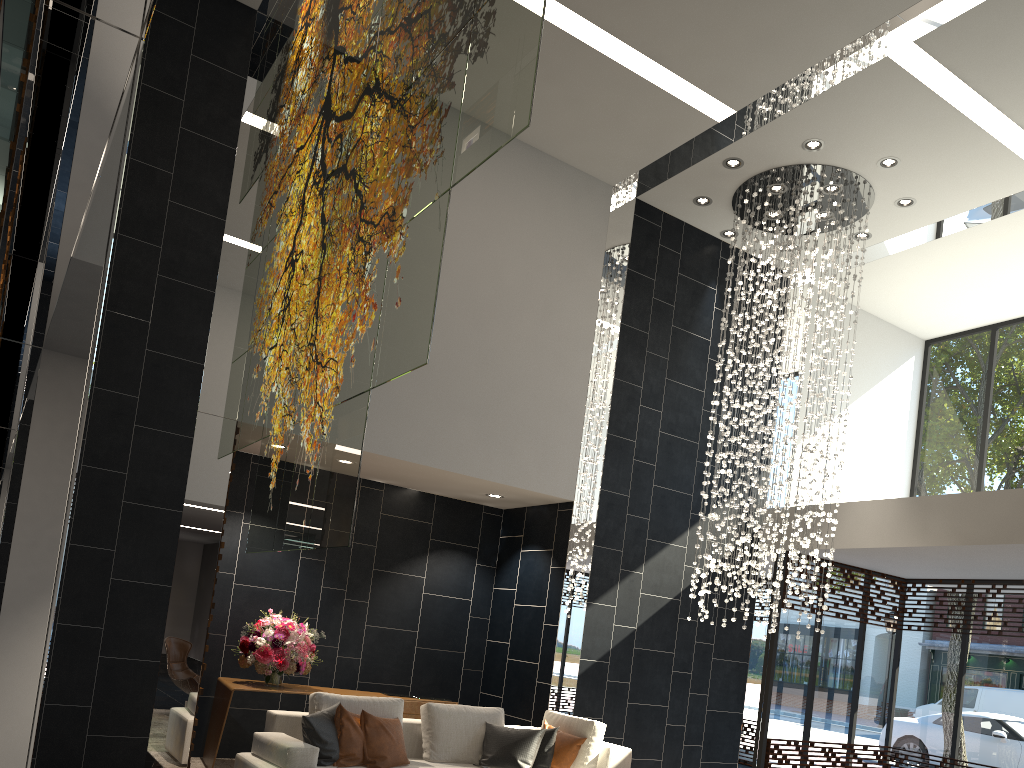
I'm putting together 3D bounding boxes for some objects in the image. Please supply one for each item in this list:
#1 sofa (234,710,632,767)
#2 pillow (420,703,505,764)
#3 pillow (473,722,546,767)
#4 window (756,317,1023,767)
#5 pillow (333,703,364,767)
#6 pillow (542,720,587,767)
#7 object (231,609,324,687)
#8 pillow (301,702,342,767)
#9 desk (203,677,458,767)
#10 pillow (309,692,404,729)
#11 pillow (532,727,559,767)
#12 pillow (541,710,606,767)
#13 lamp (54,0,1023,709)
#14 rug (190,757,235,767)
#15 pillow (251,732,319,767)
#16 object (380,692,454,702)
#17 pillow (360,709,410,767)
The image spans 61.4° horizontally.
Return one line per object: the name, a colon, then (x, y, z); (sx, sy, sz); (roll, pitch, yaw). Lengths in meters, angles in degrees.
sofa: (-0.494, 2.867, 6.283); (2.917, 0.661, 1.310); (17, -17, -31)
pillow: (-0.366, 2.717, 6.706); (0.735, 0.424, 0.292); (15, -10, -30)
pillow: (-0.021, 2.765, 6.541); (0.502, 0.354, 0.310); (3, -10, 18)
window: (5.691, 1.475, 7.860); (2.404, 5.824, 6.222); (10, -10, -30)
pillow: (-1.077, 2.418, 5.956); (0.241, 0.415, 0.572); (4, -12, 24)
pillow: (0.318, 2.844, 6.715); (0.275, 0.399, 0.525); (12, -12, -34)
object: (-2.033, 2.297, 7.500); (0.680, 0.655, 0.695); (16, -13, -39)
pillow: (-1.247, 2.359, 5.821); (0.254, 0.400, 0.578); (5, -12, 17)
desk: (-1.591, 3.169, 7.845); (2.296, 0.726, 1.003); (17, -15, -31)
pillow: (-1.121, 2.475, 6.234); (0.736, 0.439, 0.249); (15, -10, -31)
pillow: (0.127, 2.813, 6.645); (0.551, 0.403, 0.264); (1, -9, 26)
pillow: (0.450, 2.867, 6.878); (0.223, 0.442, 0.723); (11, -13, -29)
lamp: (3.738, -44.367, 5.430); (400.449, 110.423, 413.830); (9, -16, -5)
rug: (-0.222, 3.130, 5.874); (3.286, 0.006, 5.998); (17, -19, -29)
pillow: (-1.497, 2.407, 5.677); (0.246, 0.146, 0.631); (16, -18, -34)
object: (-0.887, 3.001, 8.247); (0.721, 0.025, 0.247); (14, -17, -21)
pillow: (-0.885, 2.498, 6.063); (0.267, 0.399, 0.541); (3, -12, 29)
